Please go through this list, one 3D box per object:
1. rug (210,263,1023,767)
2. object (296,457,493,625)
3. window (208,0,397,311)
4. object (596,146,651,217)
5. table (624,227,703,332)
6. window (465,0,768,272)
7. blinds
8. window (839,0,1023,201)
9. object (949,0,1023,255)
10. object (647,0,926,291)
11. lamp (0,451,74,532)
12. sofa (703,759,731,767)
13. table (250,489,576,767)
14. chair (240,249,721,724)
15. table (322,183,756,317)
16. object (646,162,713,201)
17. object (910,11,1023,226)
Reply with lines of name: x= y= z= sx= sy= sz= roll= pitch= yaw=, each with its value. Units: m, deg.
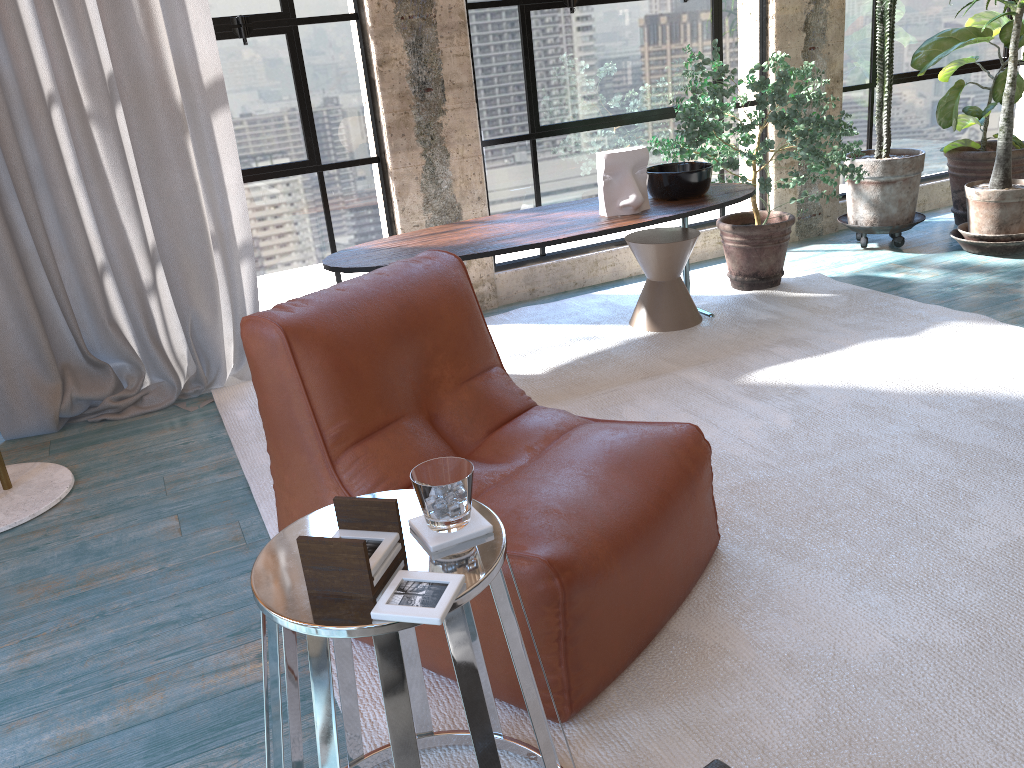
rug: x=1.590 y=0.749 z=1.088 sx=2.954 sy=0.032 sz=7.768 roll=-14 pitch=22 yaw=-21
object: x=-0.150 y=0.195 z=1.210 sx=0.206 sy=0.096 sz=0.287 roll=0 pitch=22 yaw=17
window: x=-1.466 y=-1.434 z=3.638 sx=1.780 sy=2.530 sz=0.081 roll=-14 pitch=22 yaw=-21
object: x=0.490 y=-0.842 z=3.698 sx=0.214 sy=0.259 sz=0.154 roll=-14 pitch=22 yaw=-21
table: x=0.680 y=-0.472 z=3.973 sx=0.331 sy=0.394 sz=0.331 roll=0 pitch=22 yaw=16
window: x=0.565 y=-1.959 z=4.436 sx=1.780 sy=2.530 sz=0.081 roll=-14 pitch=22 yaw=-21
blinds: x=-1.675 y=-1.287 z=3.172 sx=1.187 sy=2.986 sz=0.404 roll=-14 pitch=22 yaw=-20
window: x=2.596 y=-2.484 z=5.234 sx=1.780 sy=2.530 sz=0.081 roll=-14 pitch=22 yaw=-21
object: x=2.404 y=-1.576 z=4.331 sx=0.523 sy=1.863 sz=0.629 roll=9 pitch=25 yaw=34
object: x=1.393 y=-1.419 z=4.424 sx=0.971 sy=1.708 sz=1.641 roll=12 pitch=28 yaw=40
lamp: x=-1.853 y=-0.442 z=2.632 sx=0.619 sy=1.822 sz=0.619 roll=-14 pitch=22 yaw=-21
sofa: x=0.283 y=0.888 z=0.149 sx=1.019 sy=0.680 sz=2.063 roll=-14 pitch=22 yaw=-21
table: x=-0.154 y=0.513 z=1.361 sx=0.549 sy=0.603 sz=0.549 roll=15 pitch=29 yaw=43
chair: x=-0.062 y=0.141 z=2.107 sx=0.920 sy=0.759 sz=0.801 roll=9 pitch=26 yaw=35
table: x=0.206 y=-0.451 z=3.866 sx=2.004 sy=0.530 sz=0.715 roll=-15 pitch=23 yaw=-22
object: x=0.747 y=-0.907 z=3.977 sx=0.307 sy=0.129 sz=0.307 roll=0 pitch=22 yaw=16
object: x=2.721 y=-1.649 z=4.883 sx=0.921 sy=1.543 sz=0.817 roll=9 pitch=26 yaw=34
